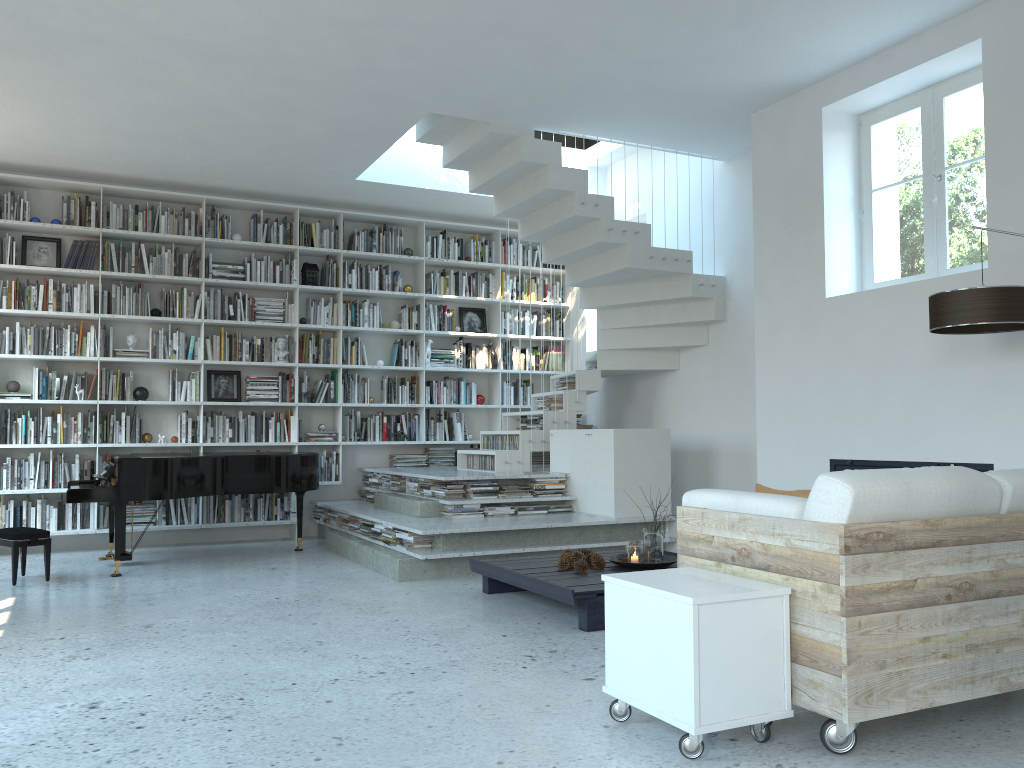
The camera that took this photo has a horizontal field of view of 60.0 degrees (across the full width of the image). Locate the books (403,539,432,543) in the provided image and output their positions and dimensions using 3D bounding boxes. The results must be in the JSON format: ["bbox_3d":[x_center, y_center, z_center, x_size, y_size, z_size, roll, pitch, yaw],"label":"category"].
[{"bbox_3d":[-0.665,1.090,6.221,0.137,0.019,0.224,1,-4,-25],"label":"books"}]

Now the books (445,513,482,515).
[{"bbox_3d":[-0.384,0.992,6.794,0.264,0.006,0.164,1,-4,-25],"label":"books"}]

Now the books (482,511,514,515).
[{"bbox_3d":[-0.125,1.000,6.910,0.232,0.019,0.169,2,-4,-31],"label":"books"}]

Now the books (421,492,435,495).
[{"bbox_3d":[-0.623,0.888,7.234,0.154,0.007,0.292,1,-4,-23],"label":"books"}]

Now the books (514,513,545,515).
[{"bbox_3d":[0.121,1.027,7.053,0.249,0.009,0.144,1,-4,-27],"label":"books"}]

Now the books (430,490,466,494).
[{"bbox_3d":[-0.507,0.845,6.984,0.184,0.014,0.297,1,-4,-27],"label":"books"}]

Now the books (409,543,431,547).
[{"bbox_3d":[-0.660,1.124,6.222,0.132,0.014,0.205,1,-4,-26],"label":"books"}]

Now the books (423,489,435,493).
[{"bbox_3d":[-0.618,0.871,7.237,0.155,0.028,0.189,1,-4,-25],"label":"books"}]

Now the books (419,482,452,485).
[{"bbox_3d":[-0.629,0.809,7.234,0.168,0.013,0.281,2,-4,-29],"label":"books"}]

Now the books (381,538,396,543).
[{"bbox_3d":[-0.826,1.136,6.479,0.191,0.006,0.275,1,-4,-24],"label":"books"}]

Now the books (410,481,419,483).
[{"bbox_3d":[-0.755,0.823,7.513,0.145,0.017,0.208,2,-4,-31],"label":"books"}]

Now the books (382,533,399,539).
[{"bbox_3d":[-0.823,1.106,6.482,0.191,0.015,0.246,1,-4,-25],"label":"books"}]

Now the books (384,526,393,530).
[{"bbox_3d":[-0.823,1.047,6.484,0.178,0.010,0.196,1,-4,-21],"label":"books"}]

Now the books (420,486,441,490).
[{"bbox_3d":[-0.627,0.843,7.234,0.177,0.026,0.230,1,-4,-26],"label":"books"}]

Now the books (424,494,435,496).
[{"bbox_3d":[-0.620,0.902,7.235,0.142,0.020,0.231,1,-3,-21],"label":"books"}]

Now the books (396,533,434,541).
[{"bbox_3d":[-0.683,1.066,6.213,0.156,0.027,0.287,2,-4,-31],"label":"books"}]

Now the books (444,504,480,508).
[{"bbox_3d":[-0.383,0.929,6.793,0.234,0.025,0.157,2,-4,-31],"label":"books"}]

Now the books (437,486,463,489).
[{"bbox_3d":[-0.489,0.812,6.994,0.132,0.009,0.269,1,-4,-22],"label":"books"}]

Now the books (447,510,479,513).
[{"bbox_3d":[-0.382,0.970,6.789,0.210,0.012,0.168,1,-4,-22],"label":"books"}]

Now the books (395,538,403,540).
[{"bbox_3d":[-0.805,1.121,6.490,0.154,0.014,0.196,1,-4,-26],"label":"books"}]

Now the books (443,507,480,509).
[{"bbox_3d":[-0.389,0.948,6.804,0.257,0.010,0.132,1,-4,-22],"label":"books"}]

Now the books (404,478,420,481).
[{"bbox_3d":[-0.777,0.807,7.503,0.192,0.014,0.256,2,-4,-30],"label":"books"}]

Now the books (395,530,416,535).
[{"bbox_3d":[-0.689,1.033,6.212,0.176,0.010,0.266,2,-4,-30],"label":"books"}]

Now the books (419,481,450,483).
[{"bbox_3d":[-0.628,0.799,7.235,0.171,0.007,0.260,1,-4,-28],"label":"books"}]

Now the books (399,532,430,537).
[{"bbox_3d":[-0.683,1.045,6.214,0.165,0.015,0.243,1,-4,-22],"label":"books"}]

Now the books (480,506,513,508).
[{"bbox_3d":[-0.133,0.958,6.927,0.242,0.005,0.152,1,-4,-25],"label":"books"}]

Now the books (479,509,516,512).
[{"bbox_3d":[-0.130,0.985,6.920,0.272,0.012,0.158,1,-4,-28],"label":"books"}]

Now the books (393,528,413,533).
[{"bbox_3d":[-0.695,1.021,6.209,0.192,0.014,0.256,2,-4,-30],"label":"books"}]

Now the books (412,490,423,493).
[{"bbox_3d":[-0.743,0.906,7.515,0.136,0.013,0.258,1,-4,-26],"label":"books"}]

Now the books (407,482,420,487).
[{"bbox_3d":[-0.765,0.846,7.507,0.174,0.029,0.250,1,-4,-28],"label":"books"}]

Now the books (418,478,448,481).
[{"bbox_3d":[-0.641,0.777,7.230,0.189,0.022,0.238,1,-3,-21],"label":"books"}]

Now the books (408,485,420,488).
[{"bbox_3d":[-0.769,0.867,7.504,0.178,0.015,0.187,1,-3,-21],"label":"books"}]

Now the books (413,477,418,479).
[{"bbox_3d":[-0.750,0.793,7.517,0.134,0.014,0.181,1,-3,-21],"label":"books"}]

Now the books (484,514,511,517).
[{"bbox_3d":[-0.132,1.017,6.923,0.208,0.015,0.152,1,-4,-28],"label":"books"}]

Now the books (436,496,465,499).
[{"bbox_3d":[-0.486,0.891,6.992,0.144,0.009,0.250,1,-4,-26],"label":"books"}]

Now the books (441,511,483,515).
[{"bbox_3d":[-0.384,0.985,6.794,0.285,0.008,0.159,1,-4,-28],"label":"books"}]

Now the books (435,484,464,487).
[{"bbox_3d":[-0.492,0.800,6.993,0.149,0.014,0.228,1,-4,-28],"label":"books"}]

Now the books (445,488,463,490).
[{"bbox_3d":[-0.466,0.822,7.005,0.091,0.011,0.190,1,-4,-28],"label":"books"}]

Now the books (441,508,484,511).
[{"bbox_3d":[-0.383,0.958,6.793,0.292,0.012,0.159,1,-4,-23],"label":"books"}]

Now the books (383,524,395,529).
[{"bbox_3d":[-0.824,1.034,6.485,0.182,0.016,0.257,1,-4,-23],"label":"books"}]

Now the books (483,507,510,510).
[{"bbox_3d":[-0.135,0.970,6.931,0.211,0.018,0.134,1,-4,-23],"label":"books"}]

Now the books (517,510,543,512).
[{"bbox_3d":[0.127,1.001,7.041,0.254,0.005,0.161,2,-4,-30],"label":"books"}]

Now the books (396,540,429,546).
[{"bbox_3d":[-0.693,1.107,6.206,0.187,0.017,0.205,1,-3,-21],"label":"books"}]

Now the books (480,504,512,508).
[{"bbox_3d":[-0.134,0.949,6.929,0.220,0.013,0.149,1,-4,-27],"label":"books"}]

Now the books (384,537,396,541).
[{"bbox_3d":[-0.812,1.130,6.486,0.170,0.006,0.268,1,-4,-26],"label":"books"}]

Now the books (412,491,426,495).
[{"bbox_3d":[-0.751,0.920,7.510,0.132,0.016,0.262,1,-4,-21],"label":"books"}]

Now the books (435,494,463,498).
[{"bbox_3d":[-0.500,0.879,6.985,0.161,0.014,0.212,1,-4,-22],"label":"books"}]

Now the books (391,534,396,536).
[{"bbox_3d":[-0.812,1.097,6.488,0.150,0.004,0.290,1,-4,-22],"label":"books"}]

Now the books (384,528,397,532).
[{"bbox_3d":[-0.815,1.064,6.488,0.175,0.006,0.251,1,-4,-26],"label":"books"}]

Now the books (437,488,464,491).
[{"bbox_3d":[-0.485,0.833,6.995,0.137,0.012,0.242,1,-4,-25],"label":"books"}]

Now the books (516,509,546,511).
[{"bbox_3d":[0.120,0.995,7.057,0.273,0.009,0.129,1,-4,-23],"label":"books"}]

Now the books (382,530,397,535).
[{"bbox_3d":[-0.822,1.082,6.484,0.168,0.013,0.281,2,-4,-31],"label":"books"}]

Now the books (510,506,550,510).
[{"bbox_3d":[0.131,0.980,7.034,0.287,0.018,0.190,1,-4,-27],"label":"books"}]

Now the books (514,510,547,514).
[{"bbox_3d":[0.130,1.012,7.035,0.250,0.018,0.177,1,-4,-23],"label":"books"}]

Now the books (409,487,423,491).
[{"bbox_3d":[-0.759,0.887,7.508,0.167,0.024,0.192,1,-4,-25],"label":"books"}]

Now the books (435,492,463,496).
[{"bbox_3d":[-0.495,0.865,6.989,0.152,0.015,0.208,2,-4,-29],"label":"books"}]

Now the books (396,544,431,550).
[{"bbox_3d":[-0.687,1.139,6.208,0.184,0.017,0.230,1,-4,-24],"label":"books"}]

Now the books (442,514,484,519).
[{"bbox_3d":[-0.375,1.005,6.775,0.262,0.023,0.200,1,-4,-28],"label":"books"}]

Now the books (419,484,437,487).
[{"bbox_3d":[-0.631,0.826,7.233,0.187,0.009,0.250,1,-4,-26],"label":"books"}]
